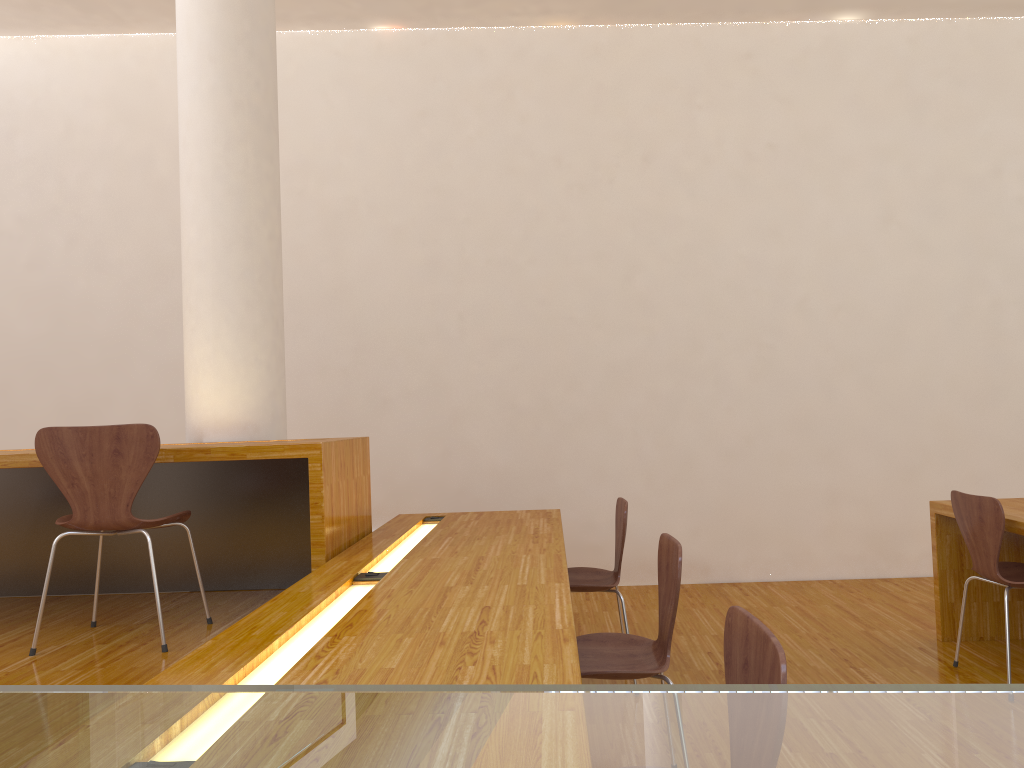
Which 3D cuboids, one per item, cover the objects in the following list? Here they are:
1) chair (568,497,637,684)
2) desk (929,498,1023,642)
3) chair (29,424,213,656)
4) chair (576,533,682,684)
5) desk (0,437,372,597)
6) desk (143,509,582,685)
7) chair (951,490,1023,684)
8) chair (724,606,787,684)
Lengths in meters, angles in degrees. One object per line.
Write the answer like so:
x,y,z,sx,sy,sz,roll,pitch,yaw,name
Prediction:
0.278,0.814,3.501,0.381,0.693,0.428,-2,-2,2,chair
2.434,0.893,2.260,1.285,0.918,3.236,-2,-2,2,desk
-1.257,0.478,2.877,0.428,0.693,0.381,-2,-2,2,chair
0.271,0.773,2.382,0.381,0.693,0.428,-2,-2,2,chair
-2.184,0.568,3.338,3.185,0.606,0.760,-2,-2,2,desk
-0.208,0.845,2.560,0.760,0.606,3.185,-2,-2,2,desk
1.895,0.746,3.273,0.381,0.693,0.428,-2,-2,2,chair
0.231,0.739,1.413,0.381,0.693,0.428,-2,-2,2,chair
